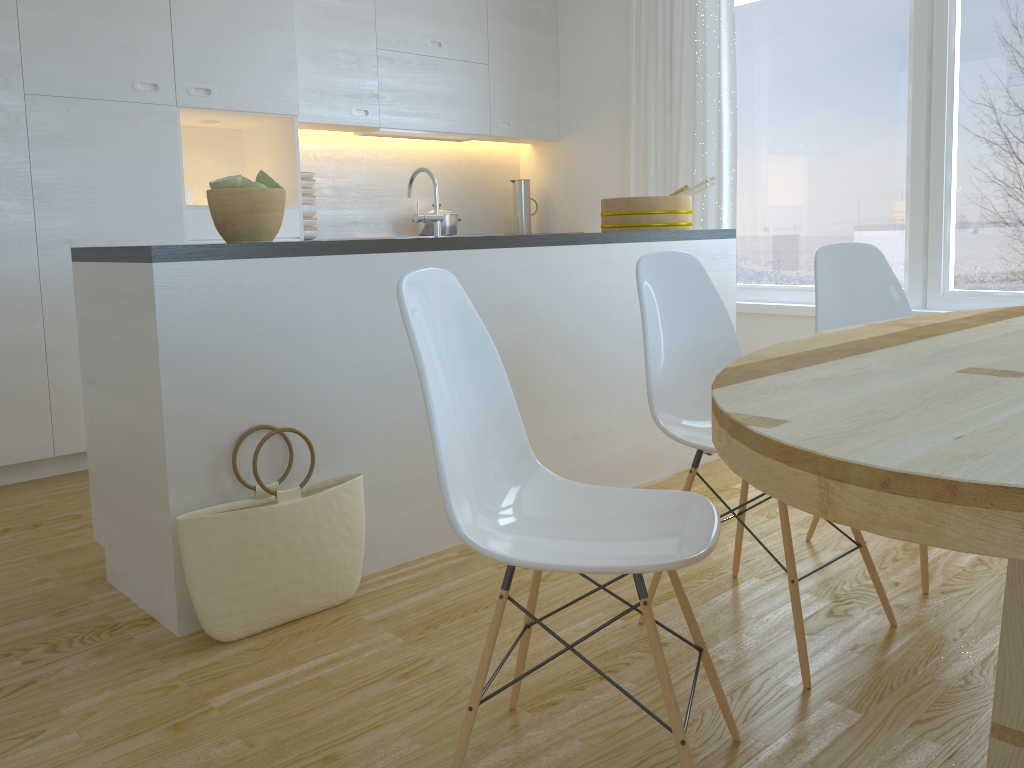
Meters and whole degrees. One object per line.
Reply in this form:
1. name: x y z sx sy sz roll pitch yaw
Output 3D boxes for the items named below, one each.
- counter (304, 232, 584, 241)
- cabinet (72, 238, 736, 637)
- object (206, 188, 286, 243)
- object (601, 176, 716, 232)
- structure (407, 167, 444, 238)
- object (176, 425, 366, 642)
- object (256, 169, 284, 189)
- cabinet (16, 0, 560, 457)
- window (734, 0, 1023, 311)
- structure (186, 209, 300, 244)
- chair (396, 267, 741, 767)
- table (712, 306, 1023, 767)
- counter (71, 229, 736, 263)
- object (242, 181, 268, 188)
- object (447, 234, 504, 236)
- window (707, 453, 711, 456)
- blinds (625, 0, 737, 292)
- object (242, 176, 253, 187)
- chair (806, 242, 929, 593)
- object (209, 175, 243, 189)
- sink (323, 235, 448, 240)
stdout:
1. counter: -0.475 -0.850 5.224 2.010 0.040 0.602 -10 13 -42
2. cabinet: -0.144 -0.025 3.132 2.411 0.903 0.602 -10 11 -42
3. object: -0.712 -0.452 2.387 0.205 0.141 0.207 0 9 9
4. object: 0.584 -0.745 3.695 0.430 0.212 0.381 -4 9 -14
5. structure: -0.294 -0.555 2.710 0.097 0.214 0.163 -8 10 -42
6. object: -0.156 0.375 2.026 1.190 0.498 0.474 3 9 25
7. object: -0.663 -0.551 2.421 0.074 0.071 0.078 -4 8 -17
8. cabinet: -0.883 -1.079 4.742 3.215 2.284 0.482 -9 10 -42
9. window: 1.963 -1.307 4.129 0.089 1.904 2.736 -7 10 -42
10. structure: -1.234 -0.520 4.155 0.563 0.592 0.049 -9 9 -42
11. chair: 0.106 0.251 1.495 0.523 0.895 0.433 1 7 17
12. table: 1.170 0.291 1.605 2.200 0.720 1.197 -10 12 -43
13. counter: -0.157 -0.494 3.081 2.411 0.040 0.603 -10 13 -42
14. object: -0.682 -0.497 2.364 0.081 0.085 0.098 0 8 12
15. object: -0.474 -0.868 5.227 0.657 0.013 0.564 -10 13 -42
16. window: 1.054 -0.665 0.828 1.888 2.039 2.558 -9 11 -42
17. blinds: 0.901 -1.605 4.968 0.150 2.145 0.797 -7 9 -42
18. object: -0.737 -0.521 2.422 0.102 0.098 0.087 -5 8 -21
19. chair: 1.149 0.042 2.557 0.430 0.895 0.526 -4 8 -22
20. object: -0.754 -0.519 2.333 0.084 0.065 0.086 -6 10 -30
21. sink: -0.410 -0.403 2.901 0.404 0.156 0.407 -2 9 -1
